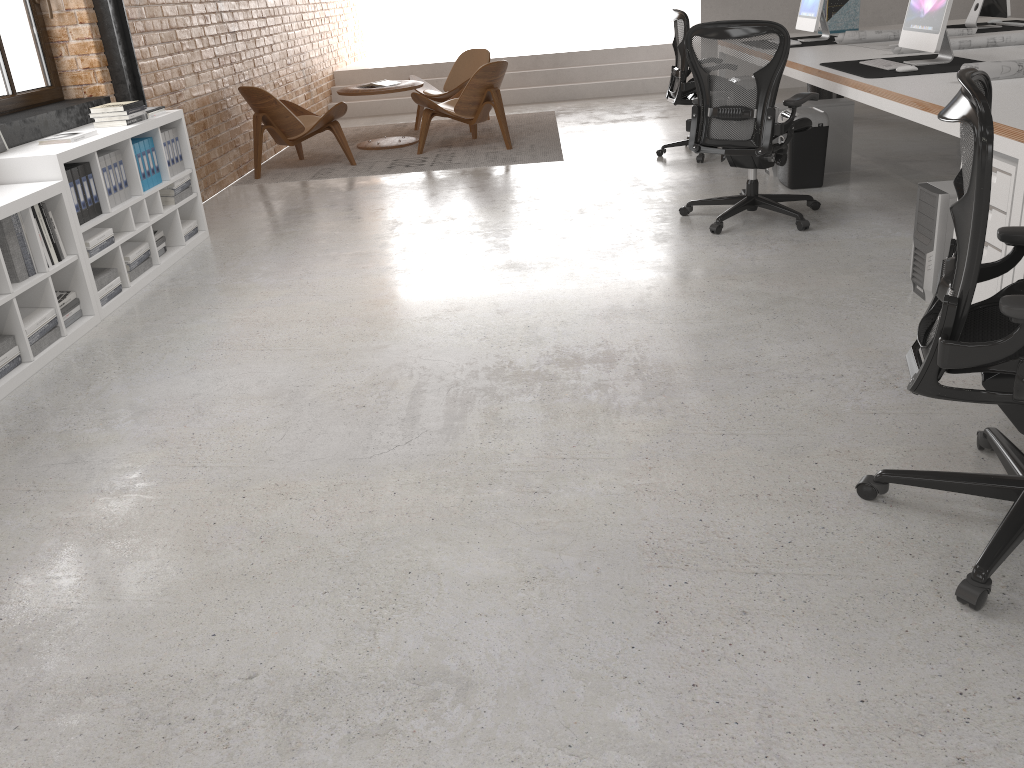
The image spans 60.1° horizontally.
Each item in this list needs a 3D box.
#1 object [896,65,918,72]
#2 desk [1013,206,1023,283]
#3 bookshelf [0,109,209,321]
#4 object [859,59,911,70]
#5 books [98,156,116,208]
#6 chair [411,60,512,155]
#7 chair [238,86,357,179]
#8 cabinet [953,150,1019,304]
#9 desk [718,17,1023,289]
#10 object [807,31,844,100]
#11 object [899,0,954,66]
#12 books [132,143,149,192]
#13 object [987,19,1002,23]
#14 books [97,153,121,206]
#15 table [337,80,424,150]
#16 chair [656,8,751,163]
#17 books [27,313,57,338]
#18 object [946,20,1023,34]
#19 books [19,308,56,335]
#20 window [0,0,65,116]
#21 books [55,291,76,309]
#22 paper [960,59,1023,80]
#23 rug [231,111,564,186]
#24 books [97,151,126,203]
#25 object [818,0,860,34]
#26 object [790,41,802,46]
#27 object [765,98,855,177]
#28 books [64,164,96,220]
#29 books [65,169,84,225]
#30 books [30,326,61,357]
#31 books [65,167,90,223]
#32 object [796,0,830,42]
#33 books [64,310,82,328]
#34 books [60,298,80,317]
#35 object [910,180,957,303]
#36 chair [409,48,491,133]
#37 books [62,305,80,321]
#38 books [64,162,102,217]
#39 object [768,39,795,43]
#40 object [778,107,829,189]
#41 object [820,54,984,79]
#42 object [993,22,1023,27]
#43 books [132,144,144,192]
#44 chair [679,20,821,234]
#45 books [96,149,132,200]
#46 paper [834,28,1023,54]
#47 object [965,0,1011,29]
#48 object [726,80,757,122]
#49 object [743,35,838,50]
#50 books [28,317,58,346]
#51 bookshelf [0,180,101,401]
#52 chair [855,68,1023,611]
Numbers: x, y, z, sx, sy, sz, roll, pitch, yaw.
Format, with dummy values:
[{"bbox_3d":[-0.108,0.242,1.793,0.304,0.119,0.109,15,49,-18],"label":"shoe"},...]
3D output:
[{"bbox_3d":[1.978,-1.579,4.435,0.106,0.028,0.060,-4,24,2],"label":"object"},{"bbox_3d":[2.780,0.552,0.518,2.311,0.756,5.203,-4,24,3],"label":"desk"},{"bbox_3d":[-2.189,-0.975,4.834,0.400,0.786,1.572,-4,24,3],"label":"bookshelf"},{"bbox_3d":[1.992,-1.711,4.741,0.118,0.017,0.447,-4,24,3],"label":"object"},{"bbox_3d":[-2.177,-1.021,4.518,0.232,0.256,0.063,-4,22,3],"label":"books"},{"bbox_3d":[-0.485,-2.484,7.919,0.859,0.739,0.880,-13,25,-19],"label":"chair"},{"bbox_3d":[-1.874,-2.261,7.691,0.869,0.739,0.870,-11,24,-14],"label":"chair"},{"bbox_3d":[1.922,-0.519,3.213,0.459,0.636,0.394,-4,23,3],"label":"cabinet"},{"bbox_3d":[2.885,-1.593,5.268,2.311,0.756,5.203,-4,24,3],"label":"desk"},{"bbox_3d":[2.810,-2.957,7.810,0.413,1.189,0.447,-12,23,-17],"label":"object"},{"bbox_3d":[2.195,-1.926,4.620,0.189,0.476,0.492,-4,23,3],"label":"object"},{"bbox_3d":[-2.156,-1.188,4.886,0.232,0.256,0.063,-4,22,3],"label":"books"},{"bbox_3d":[3.667,-2.756,6.725,0.106,0.028,0.060,-4,24,2],"label":"object"},{"bbox_3d":[-2.176,-1.048,4.578,0.232,0.256,0.063,-4,22,3],"label":"books"},{"bbox_3d":[-1.228,-2.581,8.504,0.827,0.560,0.840,-8,24,-8],"label":"table"},{"bbox_3d":[1.489,-2.316,6.765,0.794,1.067,0.783,-10,23,-12],"label":"chair"},{"bbox_3d":[-2.118,-0.254,3.795,0.219,0.039,0.265,-4,24,3],"label":"books"},{"bbox_3d":[3.549,-2.623,6.500,0.687,0.008,0.864,-3,24,4],"label":"object"},{"bbox_3d":[-2.118,-0.272,3.792,0.214,0.051,0.257,-4,24,3],"label":"books"},{"bbox_3d":[-2.831,-0.654,1.013,0.147,1.662,8.792,-4,24,3],"label":"window"},{"bbox_3d":[-2.146,-0.390,4.093,0.199,0.054,0.244,-3,24,3],"label":"books"},{"bbox_3d":[2.582,-1.451,3.993,1.134,0.081,0.084,-6,23,-2],"label":"paper"},{"bbox_3d":[-0.912,-2.332,8.565,2.728,0.004,3.051,-4,24,3],"label":"rug"},{"bbox_3d":[-2.174,-1.075,4.638,0.232,0.256,0.063,-4,22,3],"label":"books"},{"bbox_3d":[2.642,-3.003,7.154,0.280,0.307,0.153,-4,23,3],"label":"object"},{"bbox_3d":[2.020,-2.442,6.345,0.106,0.028,0.060,-3,24,4],"label":"object"},{"bbox_3d":[1.988,-1.663,5.978,0.541,0.447,0.225,-4,23,3],"label":"object"},{"bbox_3d":[-2.175,-0.924,4.303,0.232,0.256,0.063,-4,22,3],"label":"books"},{"bbox_3d":[-2.178,-0.870,4.182,0.232,0.256,0.063,-4,22,3],"label":"books"},{"bbox_3d":[-2.115,-0.177,3.809,0.217,0.070,0.295,-4,24,3],"label":"books"},{"bbox_3d":[-2.177,-0.897,4.243,0.232,0.256,0.063,-4,22,3],"label":"books"},{"bbox_3d":[2.237,-2.789,6.530,0.189,0.476,0.492,-4,23,3],"label":"object"},{"bbox_3d":[-2.128,-0.298,4.102,0.184,0.049,0.266,-3,24,3],"label":"books"},{"bbox_3d":[-2.149,-0.349,4.082,0.222,0.054,0.287,-3,24,3],"label":"books"},{"bbox_3d":[1.936,-0.589,3.598,0.541,0.447,0.225,-4,23,3],"label":"object"},{"bbox_3d":[-0.557,-3.017,9.118,0.870,0.739,0.869,-13,25,-18],"label":"chair"},{"bbox_3d":[-2.122,-0.331,4.103,0.163,0.047,0.243,-3,24,3],"label":"books"},{"bbox_3d":[-2.174,-0.951,4.363,0.232,0.256,0.063,-4,22,3],"label":"books"},{"bbox_3d":[2.035,-2.574,6.651,0.118,0.017,0.447,-4,24,3],"label":"object"},{"bbox_3d":[1.837,-1.502,5.633,0.250,0.457,0.344,-4,23,3],"label":"object"},{"bbox_3d":[2.102,-1.699,4.722,0.687,0.008,0.864,-4,24,3],"label":"object"},{"bbox_3d":[3.653,-2.612,6.424,0.118,0.017,0.447,-4,24,3],"label":"object"},{"bbox_3d":[-2.157,-1.161,4.827,0.232,0.256,0.063,-4,22,3],"label":"books"},{"bbox_3d":[1.292,-1.445,4.868,0.772,1.067,0.805,6,25,25],"label":"chair"},{"bbox_3d":[-2.173,-1.102,4.699,0.232,0.256,0.063,-4,22,3],"label":"books"},{"bbox_3d":[2.723,-2.222,5.683,0.975,0.104,1.094,-5,24,1],"label":"paper"},{"bbox_3d":[3.414,-2.820,6.373,0.189,0.476,0.492,-4,23,3],"label":"object"},{"bbox_3d":[1.957,-2.355,7.506,0.250,0.457,0.344,-4,23,3],"label":"object"},{"bbox_3d":[2.145,-2.565,6.639,0.687,0.008,0.864,-4,24,3],"label":"object"},{"bbox_3d":[-2.113,-0.227,3.797,0.207,0.066,0.280,-4,24,3],"label":"books"},{"bbox_3d":[-2.211,-0.272,3.413,0.400,0.673,1.572,-4,24,3],"label":"bookshelf"},{"bbox_3d":[1.243,-0.156,2.011,0.792,1.067,0.784,0,23,11],"label":"chair"}]
